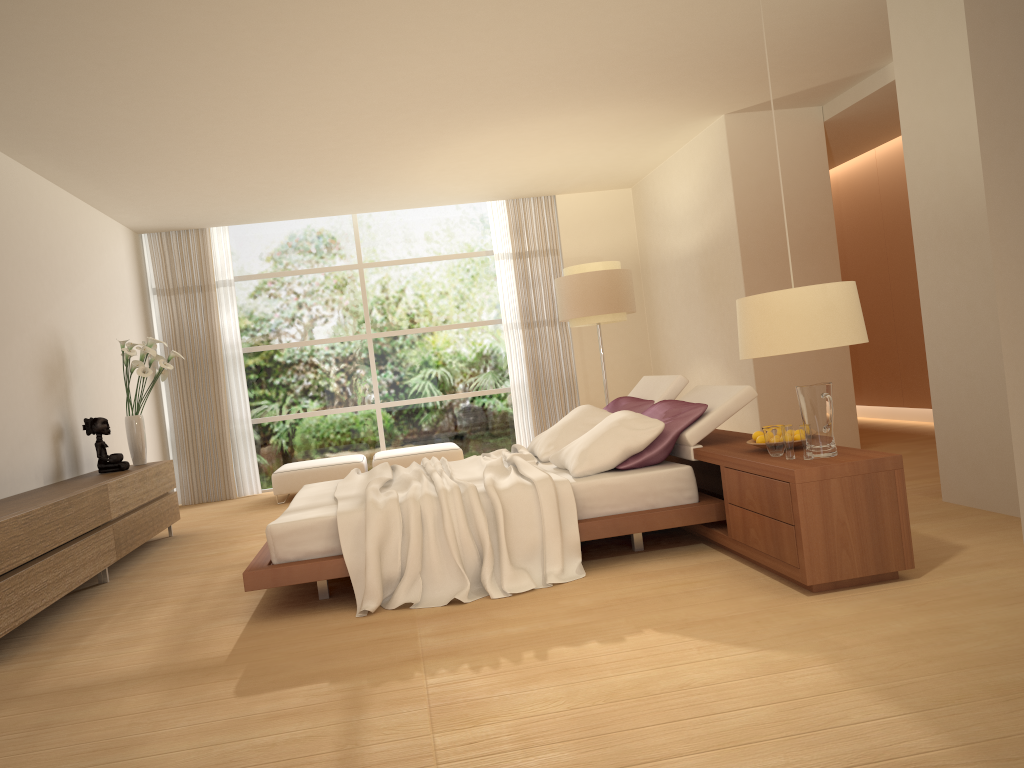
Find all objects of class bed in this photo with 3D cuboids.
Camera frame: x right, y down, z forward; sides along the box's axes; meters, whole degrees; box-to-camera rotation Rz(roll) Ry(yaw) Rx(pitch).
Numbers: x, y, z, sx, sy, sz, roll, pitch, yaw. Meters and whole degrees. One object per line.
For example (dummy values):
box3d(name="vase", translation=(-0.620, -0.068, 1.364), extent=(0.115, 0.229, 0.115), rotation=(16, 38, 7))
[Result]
box3d(name="bed", translation=(-0.236, 0.753, 5.572), extent=(2.535, 0.570, 2.599), rotation=(-7, 1, -8))

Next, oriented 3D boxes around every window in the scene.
box3d(name="window", translation=(-1.714, -0.572, 10.637), extent=(4.781, 3.371, 0.071), rotation=(-7, 1, -8))

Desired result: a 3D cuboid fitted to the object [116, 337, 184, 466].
box3d(name="object", translation=(-3.088, 0.131, 7.564), extent=(0.608, 1.085, 0.515), rotation=(-6, 1, 40))

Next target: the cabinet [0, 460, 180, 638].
box3d(name="cabinet", translation=(-2.967, 1.029, 5.919), extent=(0.588, 0.662, 3.713), rotation=(-7, 1, -8))

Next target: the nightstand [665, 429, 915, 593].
box3d(name="nightstand", translation=(1.151, 0.595, 5.824), extent=(0.493, 0.539, 4.220), rotation=(-7, 1, -8))

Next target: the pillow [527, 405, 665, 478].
box3d(name="pillow", translation=(0.466, 0.338, 5.713), extent=(0.561, 0.339, 1.720), rotation=(-7, 1, -8))

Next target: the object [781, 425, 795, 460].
box3d(name="object", translation=(1.259, 0.265, 4.035), extent=(0.052, 0.154, 0.052), rotation=(-7, 1, 10))

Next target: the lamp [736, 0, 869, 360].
box3d(name="lamp", translation=(0.918, -1.305, 3.214), extent=(0.451, 2.399, 0.451), rotation=(-7, 1, -10))

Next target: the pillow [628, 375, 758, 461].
box3d(name="pillow", translation=(1.042, 0.179, 5.811), extent=(0.461, 0.457, 1.779), rotation=(-7, 1, -9))

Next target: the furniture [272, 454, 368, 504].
box3d(name="furniture", translation=(-2.054, 1.010, 9.613), extent=(0.965, 0.346, 0.964), rotation=(-7, 1, -8))

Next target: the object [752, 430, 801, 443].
box3d(name="object", translation=(1.334, 0.272, 4.440), extent=(0.230, 0.084, 0.259), rotation=(-8, 1, -38))

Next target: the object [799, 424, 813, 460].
box3d(name="object", translation=(1.314, 0.260, 3.952), extent=(0.052, 0.154, 0.052), rotation=(-7, 1, 10))

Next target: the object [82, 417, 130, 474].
box3d(name="object", translation=(-3.220, 0.477, 7.046), extent=(0.282, 0.453, 0.181), rotation=(-7, 1, -8))

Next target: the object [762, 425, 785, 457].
box3d(name="object", translation=(1.243, 0.270, 4.189), extent=(0.110, 0.141, 0.110), rotation=(-6, 1, 34))

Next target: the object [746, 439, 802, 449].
box3d(name="object", translation=(1.346, 0.299, 4.425), extent=(0.337, 0.053, 0.337), rotation=(-7, 1, 5))

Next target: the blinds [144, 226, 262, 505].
box3d(name="blinds", translation=(-3.548, -0.332, 10.118), extent=(0.950, 3.352, 0.211), rotation=(-7, 1, -9))

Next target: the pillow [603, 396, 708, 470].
box3d(name="pillow", translation=(0.730, 0.291, 5.757), extent=(0.575, 0.369, 1.683), rotation=(-7, 1, -8))

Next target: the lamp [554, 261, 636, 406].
box3d(name="lamp", translation=(0.915, -0.176, 8.848), extent=(0.817, 2.018, 0.817), rotation=(-6, 1, 35))

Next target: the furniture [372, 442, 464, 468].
box3d(name="furniture", translation=(-1.036, 0.884, 9.757), extent=(0.965, 0.346, 0.964), rotation=(-7, 1, -8))

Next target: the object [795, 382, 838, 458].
box3d(name="object", translation=(1.387, 0.162, 3.994), extent=(0.159, 0.328, 0.227), rotation=(-8, 1, -40))

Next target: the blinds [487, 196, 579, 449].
box3d(name="blinds", translation=(0.275, -0.803, 10.607), extent=(0.814, 3.351, 0.202), rotation=(-7, 1, -9))
